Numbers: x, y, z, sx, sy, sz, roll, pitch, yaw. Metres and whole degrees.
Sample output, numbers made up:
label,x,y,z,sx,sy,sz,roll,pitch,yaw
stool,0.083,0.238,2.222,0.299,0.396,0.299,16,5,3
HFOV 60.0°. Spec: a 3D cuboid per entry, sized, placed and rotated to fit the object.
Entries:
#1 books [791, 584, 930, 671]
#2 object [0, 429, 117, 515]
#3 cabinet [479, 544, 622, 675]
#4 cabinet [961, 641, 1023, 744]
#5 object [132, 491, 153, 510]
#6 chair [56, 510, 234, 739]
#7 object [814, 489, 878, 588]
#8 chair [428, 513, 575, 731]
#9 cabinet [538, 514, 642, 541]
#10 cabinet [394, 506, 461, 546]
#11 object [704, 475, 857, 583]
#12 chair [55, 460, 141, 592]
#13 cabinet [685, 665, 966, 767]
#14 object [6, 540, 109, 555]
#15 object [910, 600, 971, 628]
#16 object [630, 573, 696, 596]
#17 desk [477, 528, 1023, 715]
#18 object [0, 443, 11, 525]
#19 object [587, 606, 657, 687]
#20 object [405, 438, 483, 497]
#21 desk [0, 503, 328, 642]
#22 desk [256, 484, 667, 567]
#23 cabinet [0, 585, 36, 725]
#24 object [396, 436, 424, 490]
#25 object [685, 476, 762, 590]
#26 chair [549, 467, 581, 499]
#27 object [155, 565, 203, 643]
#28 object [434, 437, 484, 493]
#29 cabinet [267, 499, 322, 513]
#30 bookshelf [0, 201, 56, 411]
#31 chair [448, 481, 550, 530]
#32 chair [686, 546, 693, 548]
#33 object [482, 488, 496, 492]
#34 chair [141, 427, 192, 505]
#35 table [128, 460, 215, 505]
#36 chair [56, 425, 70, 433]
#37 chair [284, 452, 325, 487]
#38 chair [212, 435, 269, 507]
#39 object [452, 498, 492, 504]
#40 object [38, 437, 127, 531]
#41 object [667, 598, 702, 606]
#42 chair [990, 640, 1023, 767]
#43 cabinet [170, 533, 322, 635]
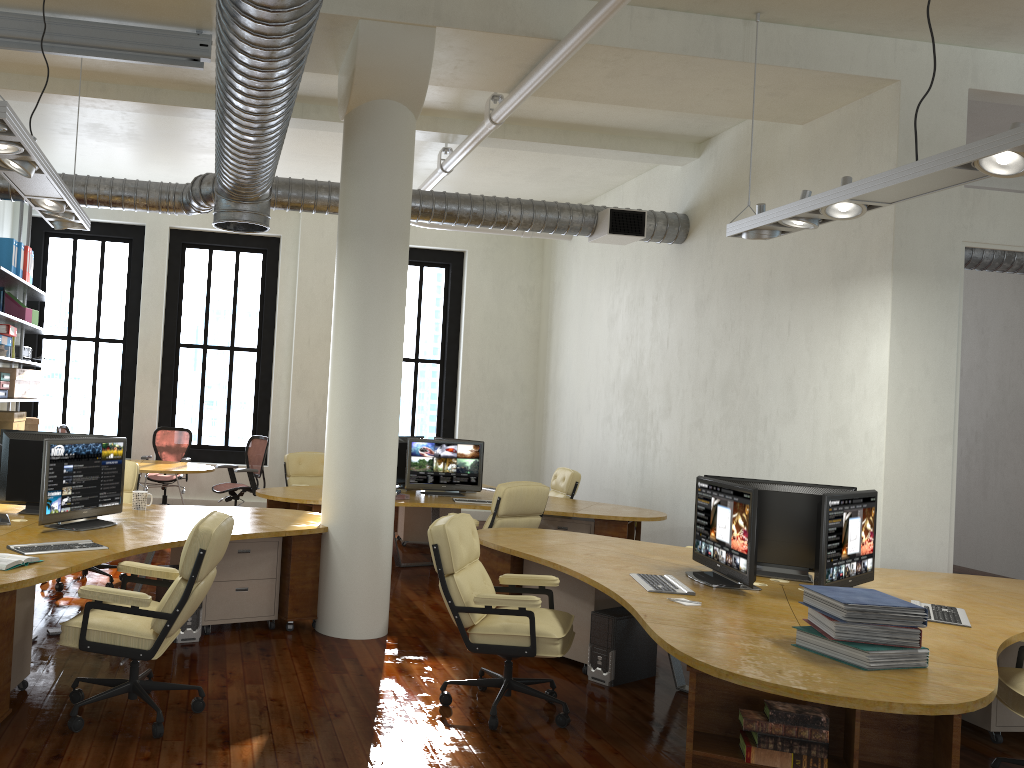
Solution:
label,x,y,z,sx,sy,sz,roll,pitch,yaw
books,1.342,0.941,3.449,0.416,0.227,0.459,3,-2,-3
object,-3.111,0.606,6.062,0.811,0.552,0.289,3,-1,1
cabinet,0.382,1.468,6.037,0.800,0.709,0.978,5,-2,-43
cabinet,2.855,1.578,5.056,0.859,0.709,0.918,4,-2,-13
object,-2.730,0.857,6.530,0.118,0.131,0.130,2,-2,27
chair,-1.821,1.133,4.413,0.780,1.021,0.719,3,-1,-3
object,1.770,0.839,4.642,0.321,0.552,0.729,2,-2,41
chair,-0.044,1.247,4.797,0.830,1.021,0.673,3,-1,17
cabinet,0.707,1.567,8.496,0.958,0.709,0.820,3,-2,22
cabinet,-1.020,1.537,10.607,0.869,0.709,0.908,3,-2,-8
object,1.553,0.846,5.224,0.871,0.552,0.269,2,-1,24
chair,-3.489,1.132,7.314,0.715,1.021,0.784,3,-1,-4
cabinet,1.167,1.433,3.572,0.942,0.709,0.835,3,-2,17
object,-2.425,0.872,4.742,0.253,0.016,0.429,2,-2,42
object,2.083,1.116,4.324,0.249,0.016,0.436,2,-2,25
object,0.788,1.054,4.698,0.231,0.016,0.471,3,-2,-2
desk,1.170,1.468,5.197,3.513,0.734,3.852,5,-2,-43
object,-3.293,0.580,5.571,0.268,0.552,0.873,4,-2,-31
object,0.691,1.618,5.516,0.433,0.411,0.198,5,-2,-43
object,-0.674,0.838,8.897,0.771,0.552,0.304,4,-1,-15
desk,-3.422,1.229,5.908,3.798,0.734,3.573,2,-2,25
desk,-0.783,1.498,9.564,3.830,0.734,3.566,3,-2,-7
cabinet,-2.781,1.231,4.277,0.877,0.709,0.900,3,-2,-6
object,-1.133,0.828,9.399,0.316,0.552,0.742,2,-2,24
object,1.158,0.813,4.898,0.288,0.552,0.815,3,-2,-8
chair,0.296,1.433,9.951,0.766,1.021,0.731,3,-1,-8
object,-2.236,1.465,5.952,0.165,0.411,0.523,4,-2,-35
object,-0.581,0.861,9.451,0.264,0.552,0.886,4,-2,-40
cabinet,-1.755,1.424,8.422,0.807,0.709,0.970,4,-2,-38
bookshelf,-5.987,-0.539,10.377,0.628,4.601,3.756,3,-1,-18
chair,-0.163,1.339,7.846,0.647,1.021,0.858,4,-2,-44
chair,1.676,1.398,6.424,0.705,1.021,0.788,4,-2,-44
object,-0.154,1.163,9.716,0.209,0.016,0.518,5,-2,-35
chair,-4.426,1.146,11.446,0.721,1.157,0.766,3,-1,-5
table,-4.274,1.329,10.477,1.560,0.744,1.407,3,-2,13
chair,-5.073,1.078,10.492,0.744,1.157,0.742,3,-1,-9
chair,-2.158,1.294,9.985,0.650,1.021,0.855,4,-2,-39
chair,-5.601,0.975,8.243,1.042,1.157,7.157,2,-2,45
object,-0.314,1.110,8.384,0.477,0.016,0.228,3,-2,0
object,-2.678,0.615,5.576,0.308,0.552,0.761,3,-2,13
object,0.825,1.043,4.261,0.103,0.015,0.144,4,-2,-26
chair,2.635,1.372,3.943,0.819,1.021,0.683,3,-1,12
cabinet,-1.938,1.348,6.407,0.810,0.709,0.967,4,-2,-36
